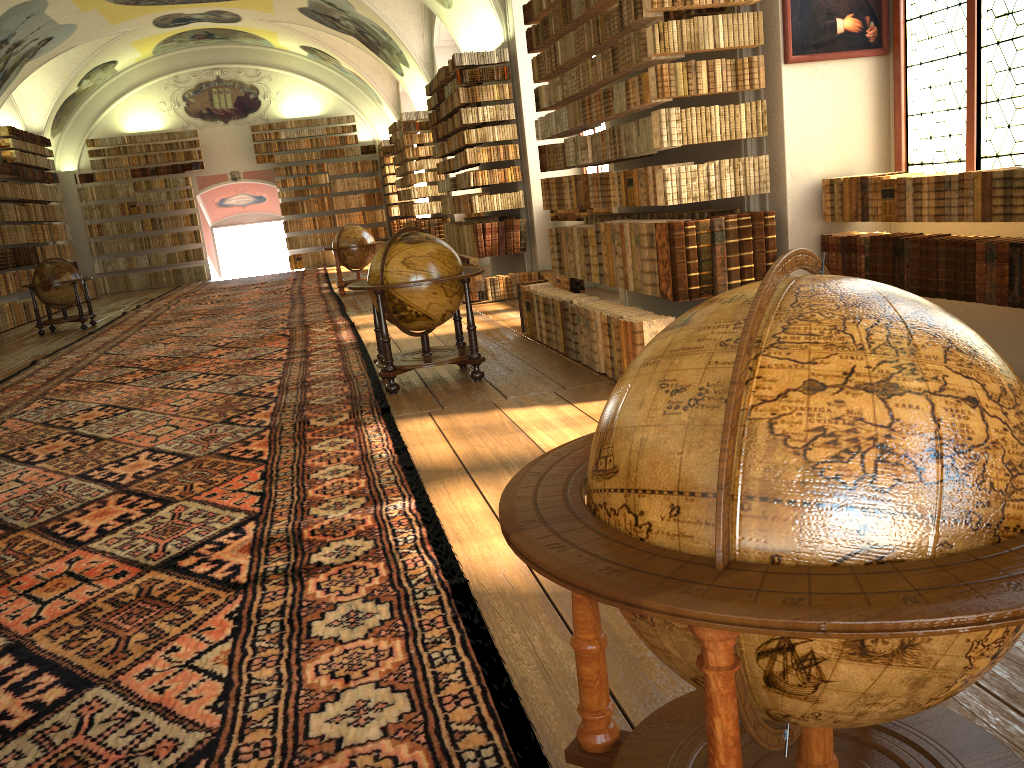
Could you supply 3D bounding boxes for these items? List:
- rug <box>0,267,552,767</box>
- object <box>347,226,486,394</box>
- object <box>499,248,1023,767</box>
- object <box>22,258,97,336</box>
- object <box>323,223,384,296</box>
[{"bbox_3d":[-4.264,-0.264,11.197,4.701,0.064,36.772,-9,12,-12],"label":"rug"},{"bbox_3d":[-0.860,-0.741,8.300,1.278,1.455,1.274,4,16,40],"label":"object"},{"bbox_3d":[0.636,0.441,1.898,1.279,1.455,1.273,-1,14,25],"label":"object"},{"bbox_3d":[-8.969,-1.780,17.613,1.278,1.455,1.274,1,14,30],"label":"object"},{"bbox_3d":[-3.301,-2.668,18.740,1.278,1.455,1.274,1,14,30],"label":"object"}]
